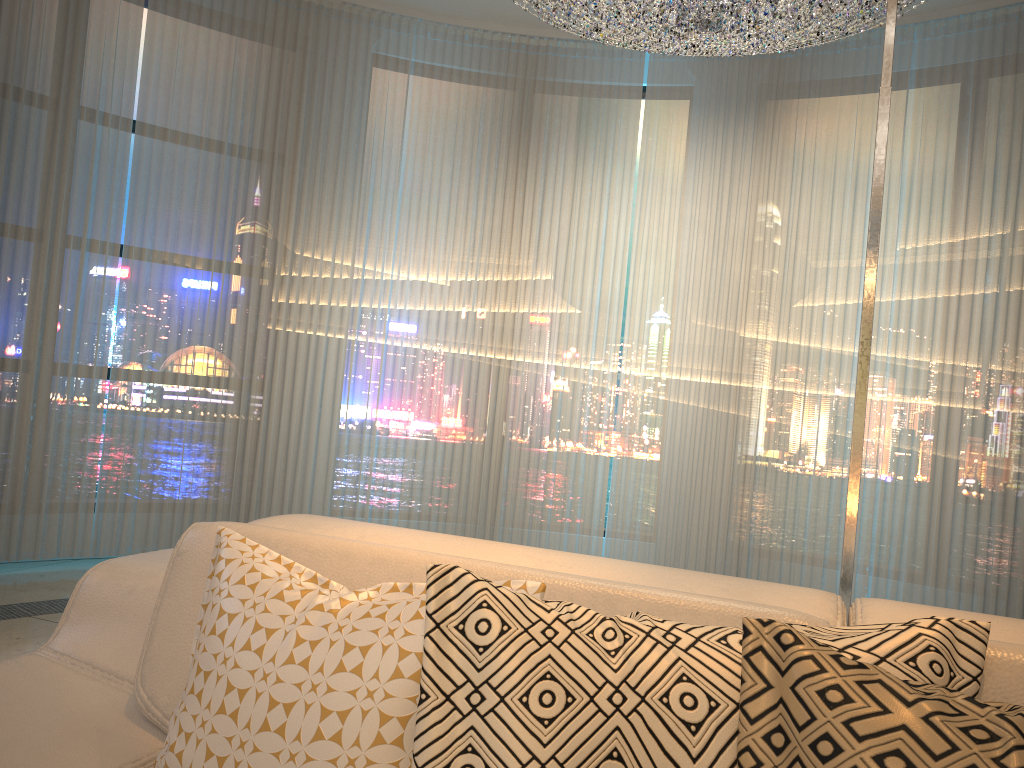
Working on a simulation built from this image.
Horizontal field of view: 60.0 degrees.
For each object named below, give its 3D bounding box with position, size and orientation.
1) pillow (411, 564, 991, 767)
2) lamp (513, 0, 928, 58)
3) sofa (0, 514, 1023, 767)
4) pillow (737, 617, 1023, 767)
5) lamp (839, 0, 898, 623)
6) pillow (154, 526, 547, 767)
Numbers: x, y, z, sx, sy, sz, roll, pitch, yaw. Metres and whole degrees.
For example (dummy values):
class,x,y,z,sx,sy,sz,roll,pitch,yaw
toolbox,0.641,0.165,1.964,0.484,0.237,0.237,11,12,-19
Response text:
class,x,y,z,sx,sy,sz,roll,pitch,yaw
pillow,0.173,0.410,0.861,0.587,0.429,0.288,5,-1,-5
lamp,0.783,-1.714,3.421,2.109,0.685,2.109,6,-1,-24
sofa,0.252,0.619,0.730,2.328,0.754,1.145,5,-1,21
pillow,0.446,0.425,0.681,0.575,0.436,0.301,4,-1,27
lamp,0.293,-0.266,0.644,0.393,2.519,2.009,5,-1,21
pillow,-0.209,0.380,0.974,0.463,0.380,0.222,4,-1,25
